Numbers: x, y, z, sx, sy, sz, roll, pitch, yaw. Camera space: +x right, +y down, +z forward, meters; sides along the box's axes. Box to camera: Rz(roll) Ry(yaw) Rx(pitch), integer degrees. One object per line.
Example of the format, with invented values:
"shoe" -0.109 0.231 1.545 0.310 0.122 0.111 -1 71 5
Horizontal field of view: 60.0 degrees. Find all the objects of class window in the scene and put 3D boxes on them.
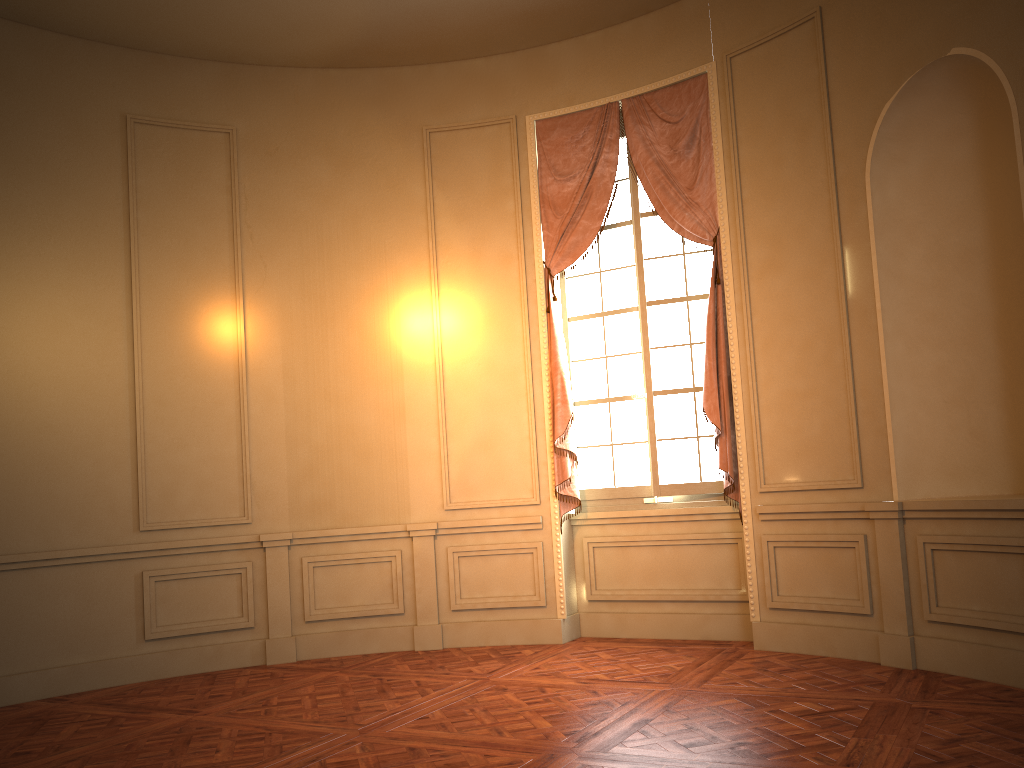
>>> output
"window" 0.909 -0.549 6.180 1.286 2.830 0.156 -6 -5 29

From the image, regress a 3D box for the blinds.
"blinds" 0.804 -0.500 5.970 1.310 2.970 0.291 -6 -5 28
